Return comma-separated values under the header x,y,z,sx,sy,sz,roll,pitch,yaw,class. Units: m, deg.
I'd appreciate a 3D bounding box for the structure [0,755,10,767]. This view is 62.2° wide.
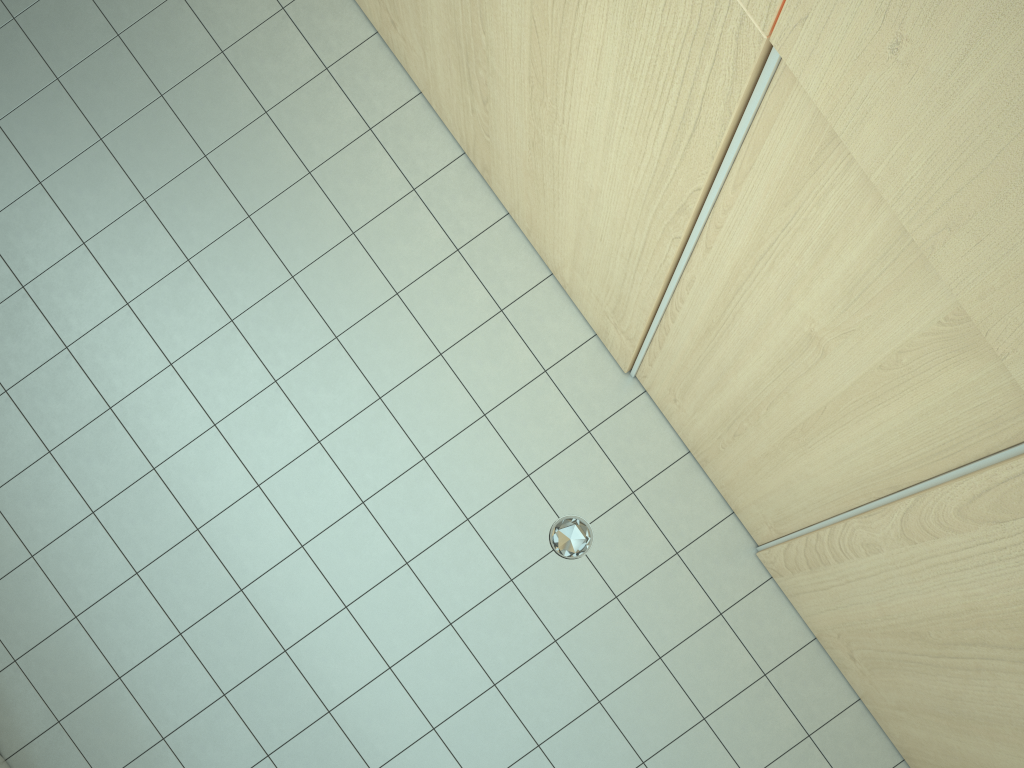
x,y,z,sx,sy,sz,roll,pitch,yaw,class
-6.122,-3.007,1.834,1.865,4.368,12.489,-36,88,-9,structure
